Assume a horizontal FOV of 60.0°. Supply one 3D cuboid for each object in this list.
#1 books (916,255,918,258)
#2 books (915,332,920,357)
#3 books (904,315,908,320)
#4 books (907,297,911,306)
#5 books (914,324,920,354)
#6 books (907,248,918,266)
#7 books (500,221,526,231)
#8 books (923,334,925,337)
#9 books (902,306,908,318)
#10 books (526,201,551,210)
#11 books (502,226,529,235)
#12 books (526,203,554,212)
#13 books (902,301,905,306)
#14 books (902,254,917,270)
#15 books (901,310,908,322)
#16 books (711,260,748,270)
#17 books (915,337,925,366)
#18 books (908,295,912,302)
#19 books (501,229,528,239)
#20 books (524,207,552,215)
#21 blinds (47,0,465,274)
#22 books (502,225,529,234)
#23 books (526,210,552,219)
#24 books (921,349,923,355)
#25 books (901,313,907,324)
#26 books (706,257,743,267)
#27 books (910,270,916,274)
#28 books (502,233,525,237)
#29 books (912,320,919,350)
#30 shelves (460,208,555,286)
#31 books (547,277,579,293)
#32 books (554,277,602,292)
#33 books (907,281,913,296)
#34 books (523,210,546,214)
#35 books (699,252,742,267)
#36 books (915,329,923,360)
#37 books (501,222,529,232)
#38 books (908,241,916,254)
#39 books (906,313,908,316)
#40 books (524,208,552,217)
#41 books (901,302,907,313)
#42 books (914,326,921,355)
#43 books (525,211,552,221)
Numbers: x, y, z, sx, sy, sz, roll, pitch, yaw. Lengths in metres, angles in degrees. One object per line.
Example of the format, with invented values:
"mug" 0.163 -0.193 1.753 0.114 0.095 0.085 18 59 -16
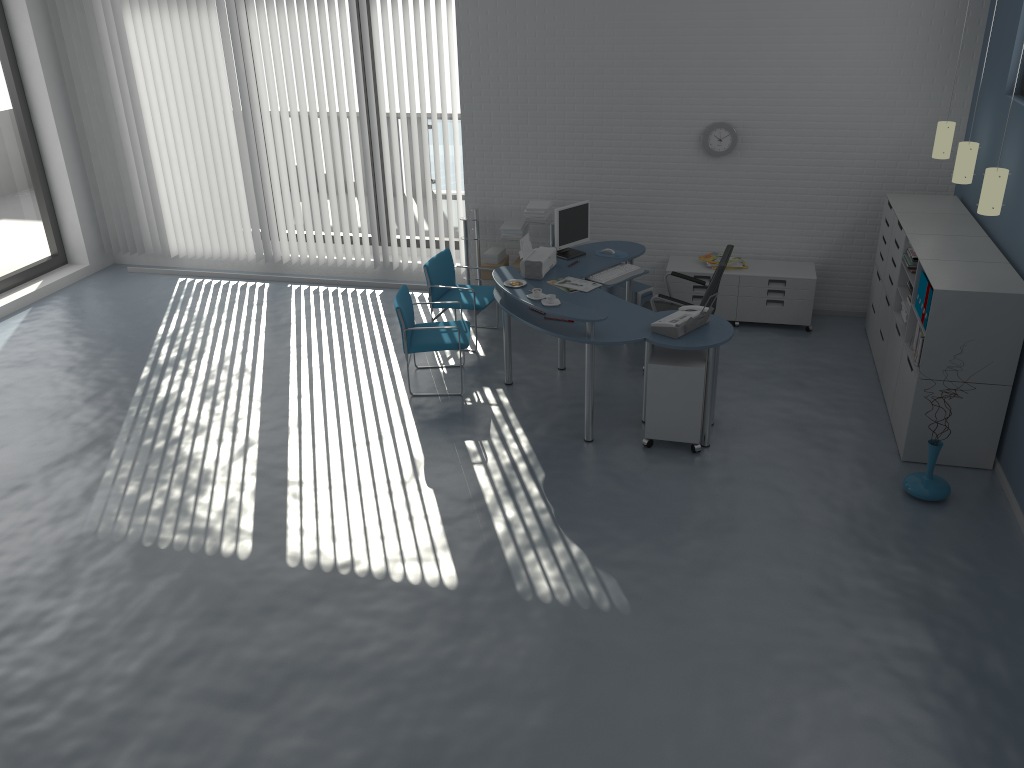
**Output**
"books" 2.803 -0.882 5.949 0.187 0.034 0.298 5 26 13
"books" 2.622 -0.246 5.551 0.157 0.172 0.021 5 26 13
"books" 2.854 -0.473 6.121 0.270 0.015 0.190 6 27 15
"books" 2.733 -0.514 5.843 0.212 0.034 0.265 5 26 13
"books" 2.635 -0.280 5.593 0.157 0.198 0.022 5 26 13
"books" 2.796 -0.854 5.983 0.212 0.044 0.265 5 26 13
"books" 0.010 -1.427 7.981 0.190 0.015 0.270 4 26 11
"books" 2.594 -0.234 5.441 0.157 0.247 0.021 5 26 13
"books" 2.848 -0.488 6.117 0.270 0.015 0.190 5 26 13
"books" 0.236 -1.579 7.841 0.190 0.015 0.270 3 26 9
"books" 0.033 -1.391 8.008 0.190 0.015 0.270 5 27 14
"books" 0.249 -1.569 7.853 0.190 0.015 0.270 5 26 13
"books" 2.851 -0.531 6.103 0.270 0.015 0.190 3 26 9
"books" 2.790 -0.825 6.013 0.234 0.034 0.240 5 26 13
"books" 2.853 -0.463 6.136 0.270 0.015 0.190 4 26 11
"books" 1.860 -1.034 7.651 0.300 0.020 0.210 -2 26 -1
"books" 2.581 -0.194 5.434 0.173 0.184 0.032 5 26 13
"books" 2.727 -0.531 5.812 0.212 0.023 0.224 5 26 13
"books" 0.025 -1.363 8.019 0.190 0.015 0.270 4 26 12
"books" 0.231 -1.540 7.865 0.190 0.015 0.270 5 26 13
"blinds" -2.455 -2.594 8.513 4.001 2.955 0.158 5 26 13
"books" 0.030 -1.402 7.996 0.190 0.015 0.270 4 26 12
"books" 0.238 -1.512 7.874 0.190 0.015 0.270 4 26 11
"books" 2.579 -0.187 5.396 0.157 0.203 0.040 5 26 13
"books" 2.854 -0.450 6.142 0.270 0.015 0.190 5 26 13
"books" 1.830 -1.051 7.642 0.300 0.020 0.210 3 26 9
"books" 2.799 -0.795 6.011 0.209 0.019 0.265 5 26 13
"books" 0.024 -1.376 8.013 0.190 0.015 0.270 3 26 10
"books" 2.650 -0.309 5.646 0.157 0.203 0.040 5 26 13
"shelves" 0.025 -1.129 8.122 0.896 0.848 0.441 5 27 14
"books" 0.416 -0.725 6.481 0.200 0.005 0.300 -16 29 -27
"books" 0.479 -0.726 6.474 0.300 0.010 0.200 18 32 35
"books" 2.727 -0.604 5.810 0.224 0.041 0.283 5 26 13
"books" 0.229 -1.551 7.852 0.190 0.015 0.270 6 27 16
"books" 1.797 -1.076 7.650 0.210 0.020 0.300 -22 32 -36
"books" 2.602 -0.240 5.490 0.166 0.217 0.038 5 26 13
"books" 0.031 -1.419 7.996 0.190 0.015 0.270 5 27 15
"books" 2.795 -0.918 5.956 0.212 0.024 0.258 5 26 13
"books" 2.855 -0.501 6.110 0.270 0.015 0.190 6 27 16
"books" 0.229 -1.524 7.866 0.190 0.015 0.270 6 27 15
"books" 2.845 -0.523 6.121 0.270 0.015 0.190 5 26 13
"books" 2.628 -0.271 5.568 0.157 0.203 0.032 5 26 13
"books" 0.238 -1.498 7.880 0.190 0.015 0.270 5 26 13
